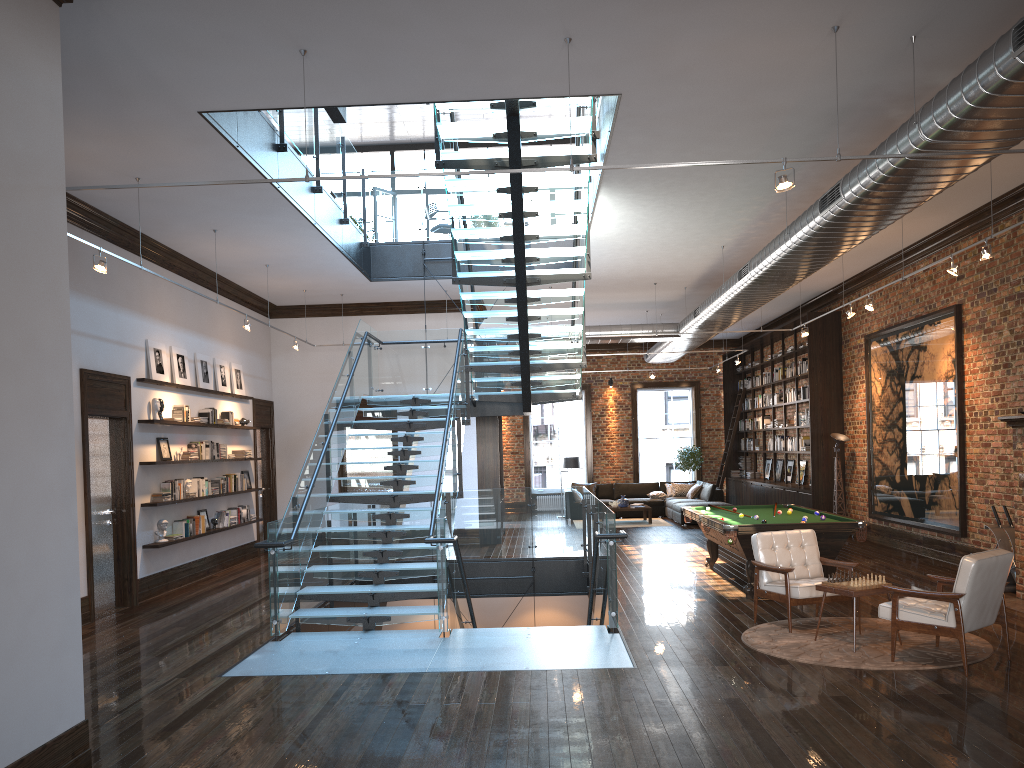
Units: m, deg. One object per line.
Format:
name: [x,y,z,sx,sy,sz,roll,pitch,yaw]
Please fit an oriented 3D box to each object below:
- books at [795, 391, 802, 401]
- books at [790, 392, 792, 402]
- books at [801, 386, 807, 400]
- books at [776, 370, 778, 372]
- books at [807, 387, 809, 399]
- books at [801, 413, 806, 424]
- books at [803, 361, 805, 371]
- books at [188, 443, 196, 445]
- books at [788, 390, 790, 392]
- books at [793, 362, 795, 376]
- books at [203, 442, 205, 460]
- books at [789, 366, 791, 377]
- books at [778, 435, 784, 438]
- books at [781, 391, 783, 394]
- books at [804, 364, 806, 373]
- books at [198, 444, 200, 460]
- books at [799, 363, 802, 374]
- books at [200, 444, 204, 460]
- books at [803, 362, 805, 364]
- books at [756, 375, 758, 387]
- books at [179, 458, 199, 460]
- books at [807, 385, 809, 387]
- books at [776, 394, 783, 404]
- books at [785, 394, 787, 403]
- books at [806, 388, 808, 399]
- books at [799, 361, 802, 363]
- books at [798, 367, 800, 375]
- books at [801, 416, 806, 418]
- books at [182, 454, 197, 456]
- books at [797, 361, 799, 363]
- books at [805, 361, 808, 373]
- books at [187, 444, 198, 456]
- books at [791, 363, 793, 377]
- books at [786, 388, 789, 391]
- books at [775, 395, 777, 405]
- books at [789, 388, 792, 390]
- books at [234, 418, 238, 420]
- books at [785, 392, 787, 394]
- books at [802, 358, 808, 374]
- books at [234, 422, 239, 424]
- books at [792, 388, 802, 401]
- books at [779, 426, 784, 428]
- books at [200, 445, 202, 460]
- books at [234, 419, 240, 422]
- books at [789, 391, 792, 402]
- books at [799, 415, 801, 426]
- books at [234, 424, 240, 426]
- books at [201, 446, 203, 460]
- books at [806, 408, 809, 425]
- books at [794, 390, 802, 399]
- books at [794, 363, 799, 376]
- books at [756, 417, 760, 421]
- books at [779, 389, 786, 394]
books: [5.886,0.257,18.154,0.182,0.218,0.050,-2,0,2]
books: [5.881,0.278,18.420,0.181,0.209,0.024,-2,1,2]
books: [5.817,0.178,17.416,0.245,0.265,0.038,-2,1,2]
books: [5.898,-0.180,19.529,0.180,0.270,0.011,-2,1,2]
books: [5.843,0.178,17.239,0.189,0.240,0.016,-2,1,2]
books: [5.911,0.713,17.897,0.138,0.267,0.034,-2,1,2]
books: [5.843,-0.320,17.517,0.168,0.262,0.016,-2,1,2]
books: [-4.378,0.929,12.152,0.114,0.226,0.012,-2,1,2]
books: [5.898,0.263,18.636,0.166,0.269,0.011,-2,1,2]
books: [5.867,-0.291,18.225,0.182,0.307,0.009,-2,1,2]
books: [-4.353,0.929,12.328,0.167,0.251,0.022,-2,1,2]
books: [5.862,-0.251,18.448,0.185,0.258,0.032,-2,1,2]
books: [5.965,1.300,19.574,0.183,0.336,0.015,-2,1,2]
books: [5.944,0.301,19.389,0.133,0.300,0.012,-2,1,2]
books: [5.838,-0.295,17.447,0.190,0.202,0.027,-2,1,2]
books: [-4.354,0.936,12.164,0.153,0.212,0.005,-2,1,2]
books: [5.848,-0.293,17.740,0.184,0.242,0.030,-2,1,2]
books: [-4.340,0.941,12.265,0.166,0.215,0.013,-2,1,2]
books: [5.844,-0.308,17.497,0.172,0.236,0.025,-2,1,2]
books: [5.961,-0.060,21.382,0.163,0.297,0.029,-2,1,2]
books: [-4.364,1.014,11.986,0.141,0.011,0.288,-2,-4,6]
books: [5.876,0.164,17.378,0.159,0.285,0.014,-2,1,2]
books: [5.902,0.332,19.342,0.272,0.241,0.083,-2,0,2]
books: [5.889,0.306,18.817,0.223,0.209,0.064,-2,0,2]
books: [5.843,0.190,17.339,0.187,0.230,0.035,-2,1,2]
books: [5.863,-0.313,17.841,0.150,0.294,0.032,-2,1,2]
books: [5.844,-0.259,17.798,0.190,0.182,0.025,-2,1,2]
books: [5.897,0.656,17.692,0.161,0.012,0.313,-2,-4,3]
books: [-4.368,0.960,11.986,0.142,0.011,0.257,-2,-4,-2]
books: [5.894,-0.303,18.179,0.133,0.322,0.009,-2,1,2]
books: [5.845,-0.324,17.370,0.165,0.258,0.100,-2,0,2]
books: [-4.372,0.934,12.143,0.142,0.213,0.005,-2,1,2]
books: [5.855,-0.282,18.297,0.183,0.300,0.018,-2,1,2]
books: [5.916,0.254,18.905,0.143,0.324,0.116,-2,0,2]
books: [5.923,0.355,19.600,0.190,0.223,0.027,-2,1,2]
books: [5.899,0.245,18.650,0.152,0.307,0.016,-2,1,2]
books: [-4.329,0.544,13.706,0.135,0.014,0.216,-2,-4,2]
books: [5.890,0.292,18.848,0.186,0.244,0.079,-2,0,2]
books: [5.840,-0.351,17.567,0.180,0.332,0.016,-2,1,2]
books: [-4.324,0.606,13.732,0.154,0.028,0.191,-1,-4,-3]
books: [5.876,0.228,18.261,0.183,0.285,0.034,-2,1,2]
books: [5.917,0.925,19.212,0.204,0.035,0.267,-2,-4,3]
books: [-4.345,0.939,12.182,0.157,0.209,0.005,-2,1,2]
books: [-4.331,0.567,13.725,0.143,0.028,0.219,-2,-4,7]
books: [5.894,0.272,18.565,0.160,0.242,0.031,-2,1,2]
books: [5.883,0.739,17.932,0.184,0.221,0.033,-2,1,2]
books: [-4.326,0.634,13.737,0.143,0.028,0.235,-2,-4,2]
books: [-4.343,0.950,12.218,0.160,0.191,0.006,-2,1,2]
books: [5.867,0.644,17.426,0.180,0.339,0.013,-2,1,2]
books: [5.877,0.251,18.183,0.171,0.238,0.058,-2,0,2]
books: [5.859,-0.283,18.149,0.180,0.279,0.009,-2,1,2]
books: [5.990,0.953,21.399,0.182,0.291,0.014,-2,1,2]
books: [5.927,0.285,19.402,0.155,0.334,0.014,-2,1,2]
